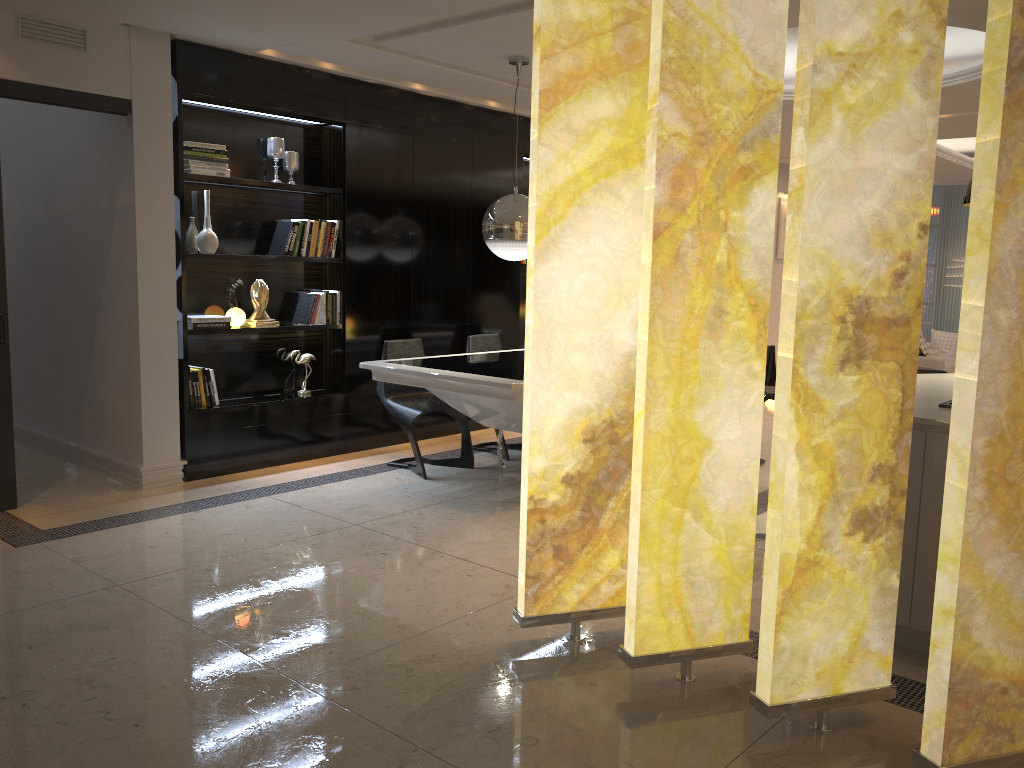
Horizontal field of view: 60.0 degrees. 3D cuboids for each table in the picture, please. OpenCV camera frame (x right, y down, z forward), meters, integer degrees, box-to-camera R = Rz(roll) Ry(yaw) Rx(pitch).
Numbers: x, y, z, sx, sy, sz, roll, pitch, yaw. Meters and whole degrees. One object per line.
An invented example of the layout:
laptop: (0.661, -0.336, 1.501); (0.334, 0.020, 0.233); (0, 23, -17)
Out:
table: (0.512, 0.186, 6.205); (1.293, 0.759, 3.031); (8, 10, 40)

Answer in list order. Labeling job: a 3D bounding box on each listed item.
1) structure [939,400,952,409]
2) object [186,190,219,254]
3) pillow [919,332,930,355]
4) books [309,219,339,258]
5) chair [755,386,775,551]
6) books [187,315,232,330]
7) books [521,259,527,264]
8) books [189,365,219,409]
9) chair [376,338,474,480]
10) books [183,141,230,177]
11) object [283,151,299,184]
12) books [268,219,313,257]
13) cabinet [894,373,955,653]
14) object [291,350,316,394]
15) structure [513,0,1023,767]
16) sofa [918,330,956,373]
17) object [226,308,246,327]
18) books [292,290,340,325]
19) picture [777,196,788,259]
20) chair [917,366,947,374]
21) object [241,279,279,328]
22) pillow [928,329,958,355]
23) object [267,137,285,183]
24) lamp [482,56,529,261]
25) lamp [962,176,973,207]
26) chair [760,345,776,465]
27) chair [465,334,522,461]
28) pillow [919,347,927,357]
structure: (2.035, 0.067, 3.431); (0.502, 0.026, 0.811); (8, 10, 40)
object: (-1.897, -1.001, 5.479); (0.210, 0.395, 0.180); (9, 10, 43)
pillow: (5.043, -0.550, 11.007); (0.255, 0.399, 0.526); (8, 10, 40)
books: (-1.360, -1.011, 6.166); (0.212, 0.261, 0.252); (8, 10, 40)
chair: (1.404, 0.424, 4.454); (0.380, 0.789, 0.380); (3, 8, 8)
books: (-1.936, -0.389, 5.577); (0.209, 0.073, 0.266); (9, 10, 44)
books: (0.072, -1.189, 7.786); (0.210, 0.270, 0.236); (8, 10, 40)
books: (-1.988, 0.007, 5.575); (0.210, 0.270, 0.236); (8, 10, 40)
chair: (-0.579, 0.144, 5.945); (0.496, 0.858, 0.523); (8, 10, 40)
books: (-1.911, -1.369, 5.436); (0.302, 0.188, 0.259); (-5, 10, -42)
object: (-1.490, -1.447, 5.981); (0.104, 0.224, 0.104); (8, 10, 42)
books: (-1.496, -0.991, 6.009); (0.207, 0.256, 0.245); (8, 10, 39)
cabinet: (2.627, 0.403, 4.483); (1.046, 0.887, 3.752); (8, 10, 40)
object: (-1.462, -0.086, 6.219); (0.193, 0.310, 0.092); (-2, 8, -25)
structure: (0.972, -0.223, 2.532); (2.180, 2.555, 0.448); (8, 10, 40)
sofa: (4.845, -0.289, 10.680); (1.145, 0.754, 2.328); (8, 10, 40)
object: (-1.782, -0.430, 5.721); (0.125, 0.125, 0.125); (0, 8, -10)
books: (-1.377, -0.538, 6.218); (0.182, 0.232, 0.284); (9, 10, 43)
picture: (3.340, -1.869, 10.697); (0.027, 0.729, 0.610); (8, 10, 40)
chair: (2.607, 0.273, 5.833); (0.380, 0.789, 0.380); (-1, 8, -16)
object: (-1.656, -0.530, 5.822); (0.177, 0.311, 0.177); (8, 10, 40)
pillow: (5.425, -0.519, 11.063); (0.281, 0.325, 0.521); (-5, 10, -39)
object: (-1.568, -1.477, 5.895); (0.111, 0.301, 0.111); (7, 9, 36)
lamp: (0.493, -1.436, 6.011); (0.408, 1.226, 1.827); (8, 10, 40)
lamp: (2.606, -1.320, 4.273); (0.710, 0.898, 0.710); (-5, 10, -38)
chair: (1.588, 0.136, 6.424); (0.496, 0.858, 0.523); (8, 10, 40)
chair: (-0.050, 0.077, 6.551); (0.496, 0.858, 0.523); (8, 10, 40)
pillow: (4.775, -0.493, 10.637); (0.323, 0.355, 0.524); (8, 10, 41)
